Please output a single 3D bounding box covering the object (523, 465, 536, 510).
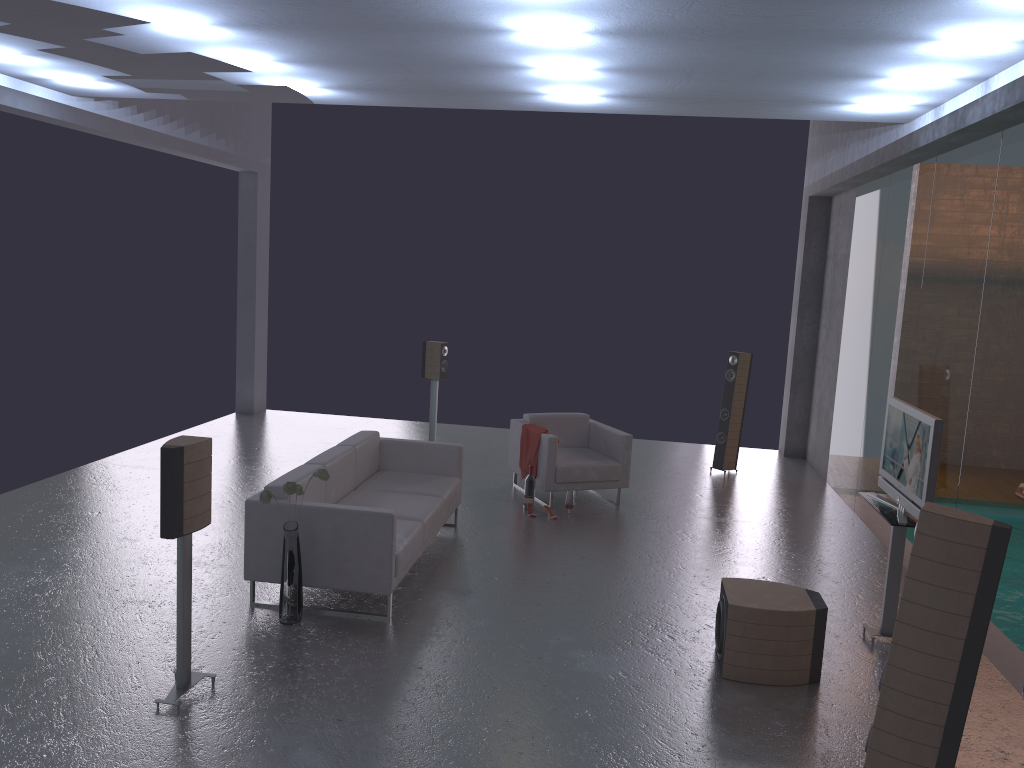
[{"bbox_3d":[0.175,1.004,8.631,0.109,0.435,0.109,8,9,34],"label":"object"}]

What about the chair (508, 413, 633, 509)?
[{"bbox_3d":[0.589,0.761,9.239,0.936,0.808,1.026,0,8,-22],"label":"chair"}]

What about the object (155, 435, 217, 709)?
[{"bbox_3d":[-1.719,0.966,4.595,0.243,1.363,0.333,5,8,13],"label":"object"}]

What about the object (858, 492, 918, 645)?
[{"bbox_3d":[2.526,1.239,5.851,0.360,0.958,0.818,4,8,7],"label":"object"}]

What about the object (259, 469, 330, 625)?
[{"bbox_3d":[-1.401,1.026,5.461,0.400,1.051,0.387,-4,11,-44],"label":"object"}]

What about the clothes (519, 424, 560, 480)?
[{"bbox_3d":[0.267,0.735,9.029,0.254,0.604,0.574,0,8,-23],"label":"clothes"}]

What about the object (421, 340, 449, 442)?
[{"bbox_3d":[-0.979,0.152,11.016,0.333,1.363,0.243,9,10,38],"label":"object"}]

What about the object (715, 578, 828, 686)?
[{"bbox_3d":[1.559,1.500,5.386,0.604,0.459,0.514,4,8,7],"label":"object"}]

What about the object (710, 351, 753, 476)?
[{"bbox_3d":[2.679,0.342,10.696,0.444,1.473,0.244,-3,10,-37],"label":"object"}]

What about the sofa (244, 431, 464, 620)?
[{"bbox_3d":[-1.092,0.969,6.904,1.026,0.824,2.353,4,8,7],"label":"sofa"}]

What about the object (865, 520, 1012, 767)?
[{"bbox_3d":[1.702,1.231,3.627,0.444,1.469,0.244,8,9,32],"label":"object"}]

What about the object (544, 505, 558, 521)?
[{"bbox_3d":[0.373,1.221,8.406,0.079,0.087,0.235,0,8,-25],"label":"object"}]

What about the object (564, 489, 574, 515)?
[{"bbox_3d":[0.558,1.138,8.557,0.091,0.233,0.091,8,9,35],"label":"object"}]

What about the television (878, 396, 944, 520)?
[{"bbox_3d":[2.567,0.467,5.752,0.054,0.644,1.000,4,8,7],"label":"television"}]

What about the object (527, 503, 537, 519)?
[{"bbox_3d":[0.180,1.206,8.439,0.079,0.087,0.235,1,8,-14],"label":"object"}]
